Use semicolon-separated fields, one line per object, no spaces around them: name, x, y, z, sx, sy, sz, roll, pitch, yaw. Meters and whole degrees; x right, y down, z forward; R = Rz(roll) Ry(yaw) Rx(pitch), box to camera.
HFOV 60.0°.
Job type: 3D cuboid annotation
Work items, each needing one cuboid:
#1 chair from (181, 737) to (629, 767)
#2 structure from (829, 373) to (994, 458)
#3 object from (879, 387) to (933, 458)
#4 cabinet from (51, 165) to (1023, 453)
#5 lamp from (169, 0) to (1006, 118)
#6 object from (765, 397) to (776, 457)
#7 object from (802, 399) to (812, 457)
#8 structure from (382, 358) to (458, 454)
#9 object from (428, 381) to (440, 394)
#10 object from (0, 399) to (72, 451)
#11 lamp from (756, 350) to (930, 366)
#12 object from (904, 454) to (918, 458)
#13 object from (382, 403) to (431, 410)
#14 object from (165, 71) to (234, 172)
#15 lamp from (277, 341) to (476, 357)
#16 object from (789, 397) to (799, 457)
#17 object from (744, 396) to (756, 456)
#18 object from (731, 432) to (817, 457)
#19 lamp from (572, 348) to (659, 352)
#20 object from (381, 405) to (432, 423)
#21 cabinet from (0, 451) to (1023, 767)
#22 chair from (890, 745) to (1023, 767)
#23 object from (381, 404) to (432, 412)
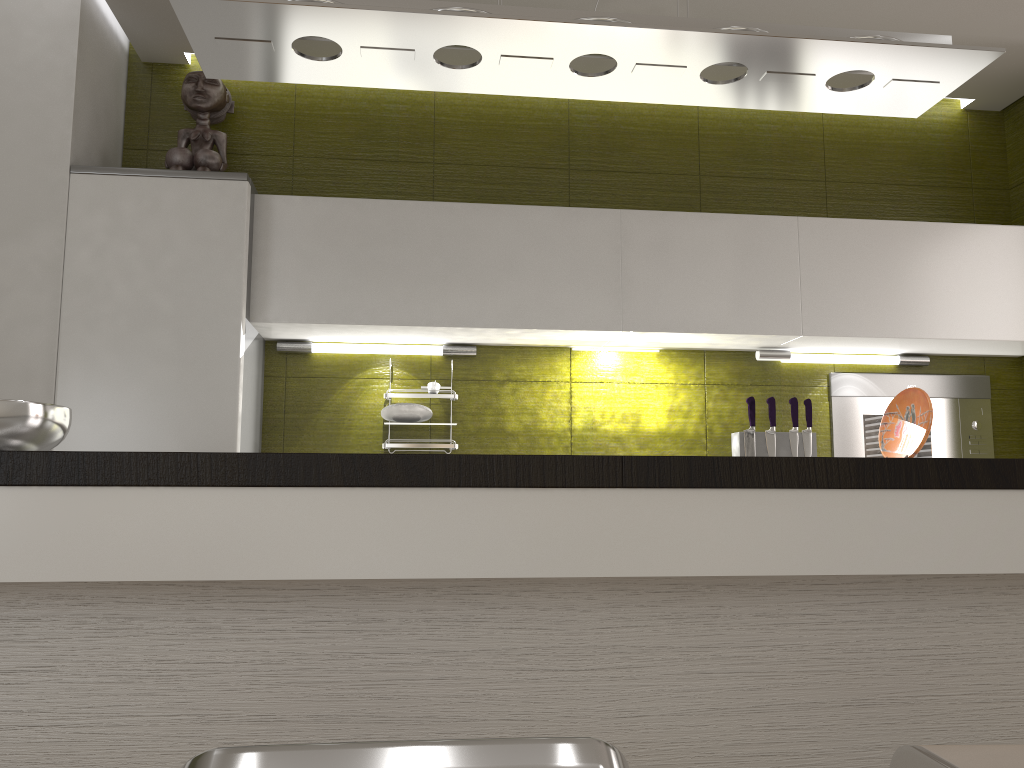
chair;-0.112;0.756;0.900;0.418;0.857;0.460;1;-7;-6
structure;1.561;0.195;3.443;0.663;0.469;0.015;1;-7;-7
object;0.909;0.096;2.051;0.055;0.178;0.184;1;-8;-10
cabinet;0.313;0.431;3.166;3.471;2.089;0.724;1;-7;-7
lamp;0.175;-1.019;1.947;1.677;0.683;0.326;1;-7;-7
object;0.942;0.177;3.229;0.042;0.264;0.013;1;-7;-7
object;1.081;0.168;3.247;0.040;0.231;0.013;1;-7;-7
structure;-0.327;0.075;3.186;0.266;0.346;0.110;1;-7;-7
object;-0.285;0.017;3.209;0.046;0.053;0.051;-3;-8;24
object;-0.997;0.092;1.654;0.311;0.105;0.311;-1;-7;6
lamp;1.277;-0.100;3.412;0.716;0.041;0.095;1;-7;-7
object;0.908;0.133;2.045;0.072;0.131;0.088;2;-8;-12
object;-0.373;0.103;3.144;0.181;0.052;0.173;1;-7;-7
object;-1.092;-0.879;3.096;0.195;0.488;0.304;1;-8;-9
lamp;-0.488;-0.127;3.231;0.715;0.041;0.041;1;-7;-7
object;1.031;0.168;3.241;0.036;0.243;0.013;1;-7;-7
object;0.863;0.213;3.215;0.046;0.339;0.013;1;-7;-7
object;0.965;0.293;3.258;0.293;0.227;0.107;1;-7;-7
lamp;0.393;-0.128;3.353;0.334;0.008;0.008;1;-7;-7
object;-0.373;0.109;3.142;0.181;0.052;0.173;1;-7;-7
cabinet;0.138;0.721;1.703;2.947;1.134;0.663;1;-7;-7
chair;0.729;0.770;1.000;0.418;0.857;0.460;0;-7;-2
object;-0.373;0.106;3.143;0.181;0.052;0.173;1;-7;-7
